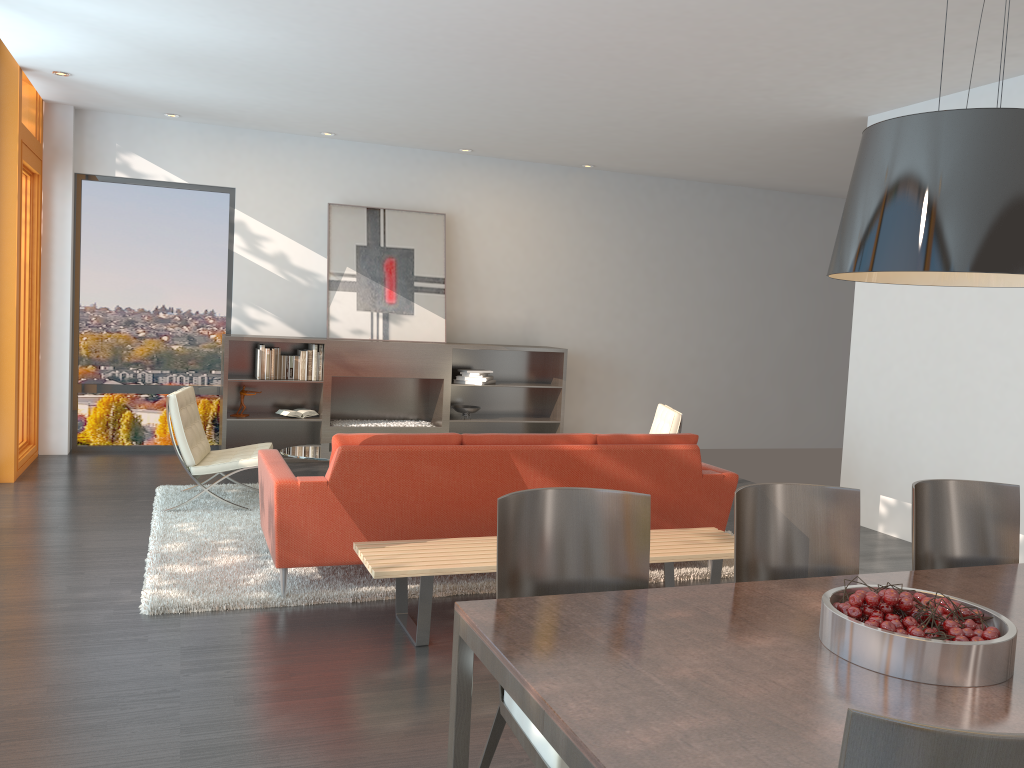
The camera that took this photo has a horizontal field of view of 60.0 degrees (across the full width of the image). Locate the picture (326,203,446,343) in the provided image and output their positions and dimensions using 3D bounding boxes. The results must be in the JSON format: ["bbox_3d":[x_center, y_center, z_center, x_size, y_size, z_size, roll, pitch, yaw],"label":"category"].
[{"bbox_3d":[-1.247,-1.101,8.910,1.208,1.337,0.269,1,4,-21],"label":"picture"}]

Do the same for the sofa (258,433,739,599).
[{"bbox_3d":[-0.084,0.651,5.107,2.597,0.852,1.038,1,4,-21],"label":"sofa"}]

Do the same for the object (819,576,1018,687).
[{"bbox_3d":[0.969,0.565,2.132,0.427,0.154,0.427,5,5,23],"label":"object"}]

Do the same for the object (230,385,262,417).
[{"bbox_3d":[-2.506,0.158,8.342,0.245,0.290,0.202,3,4,-1],"label":"object"}]

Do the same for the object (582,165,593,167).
[{"bbox_3d":[0.824,-2.370,9.643,0.129,0.010,0.129,5,5,24],"label":"object"}]

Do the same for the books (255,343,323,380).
[{"bbox_3d":[-2.112,-0.219,8.400,0.592,0.339,0.324,1,4,-21],"label":"books"}]

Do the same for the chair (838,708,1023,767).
[{"bbox_3d":[0.586,0.903,1.453,0.548,0.967,0.615,1,4,-21],"label":"chair"}]

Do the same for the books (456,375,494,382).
[{"bbox_3d":[-0.379,-0.063,9.077,0.314,0.038,0.398,4,4,9],"label":"books"}]

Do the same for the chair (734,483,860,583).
[{"bbox_3d":[0.934,0.831,2.647,0.548,0.967,0.615,1,4,-21],"label":"chair"}]

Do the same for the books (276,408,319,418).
[{"bbox_3d":[-2.057,0.282,8.484,0.336,0.064,0.234,-1,6,-40],"label":"books"}]

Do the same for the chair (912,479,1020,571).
[{"bbox_3d":[1.587,0.845,2.891,0.548,0.967,0.615,1,4,-21],"label":"chair"}]

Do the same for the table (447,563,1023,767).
[{"bbox_3d":[1.041,1.026,2.182,2.151,0.764,1.172,1,4,-21],"label":"table"}]

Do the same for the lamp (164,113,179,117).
[{"bbox_3d":[-3.109,-2.453,8.102,0.129,0.010,0.129,5,5,24],"label":"lamp"}]

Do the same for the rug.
[{"bbox_3d":[-0.455,0.974,6.169,3.772,0.043,2.986,1,5,-21],"label":"rug"}]

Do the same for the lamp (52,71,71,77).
[{"bbox_3d":[-3.445,-2.370,6.776,0.129,0.010,0.129,5,5,24],"label":"lamp"}]

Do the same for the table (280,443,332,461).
[{"bbox_3d":[-0.669,0.716,6.461,1.999,0.464,0.948,1,4,-19],"label":"table"}]

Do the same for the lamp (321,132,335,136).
[{"bbox_3d":[-1.786,-2.424,8.598,0.129,0.010,0.129,5,5,24],"label":"lamp"}]

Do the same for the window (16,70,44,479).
[{"bbox_3d":[-4.086,-0.970,7.321,0.211,3.344,1.157,1,4,-21],"label":"window"}]

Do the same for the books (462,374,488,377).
[{"bbox_3d":[-0.377,-0.091,9.075,0.210,0.020,0.300,4,4,9],"label":"books"}]

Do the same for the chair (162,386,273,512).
[{"bbox_3d":[-2.102,0.458,6.367,0.707,0.816,0.700,2,4,-11],"label":"chair"}]

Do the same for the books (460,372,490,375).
[{"bbox_3d":[-0.376,-0.111,9.074,0.210,0.020,0.300,4,5,19],"label":"books"}]

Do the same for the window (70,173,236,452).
[{"bbox_3d":[-3.404,-1.018,8.461,1.409,3.338,0.065,1,4,-21],"label":"window"}]

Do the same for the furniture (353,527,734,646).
[{"bbox_3d":[0.260,0.973,4.354,2.005,0.357,0.493,1,4,-21],"label":"furniture"}]

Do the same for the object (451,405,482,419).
[{"bbox_3d":[-0.469,0.292,9.073,0.309,0.116,0.309,4,4,13],"label":"object"}]

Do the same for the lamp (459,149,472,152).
[{"bbox_3d":[-0.477,-2.394,9.088,0.129,0.010,0.129,5,5,24],"label":"lamp"}]

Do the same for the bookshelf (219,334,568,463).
[{"bbox_3d":[-1.135,0.156,8.900,3.387,1.162,0.570,1,4,-21],"label":"bookshelf"}]

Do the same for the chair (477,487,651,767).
[{"bbox_3d":[0.217,0.815,2.378,0.548,0.967,0.615,1,4,-21],"label":"chair"}]

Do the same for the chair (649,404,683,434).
[{"bbox_3d":[0.920,0.575,6.834,0.707,0.816,0.700,3,4,-1],"label":"chair"}]

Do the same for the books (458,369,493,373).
[{"bbox_3d":[-0.375,-0.131,9.073,0.300,0.020,0.210,0,5,-31],"label":"books"}]

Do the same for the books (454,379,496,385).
[{"bbox_3d":[-0.381,-0.025,9.080,0.314,0.038,0.398,4,5,19],"label":"books"}]

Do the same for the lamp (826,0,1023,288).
[{"bbox_3d":[1.078,-1.030,2.031,0.567,1.579,0.567,3,4,9],"label":"lamp"}]
